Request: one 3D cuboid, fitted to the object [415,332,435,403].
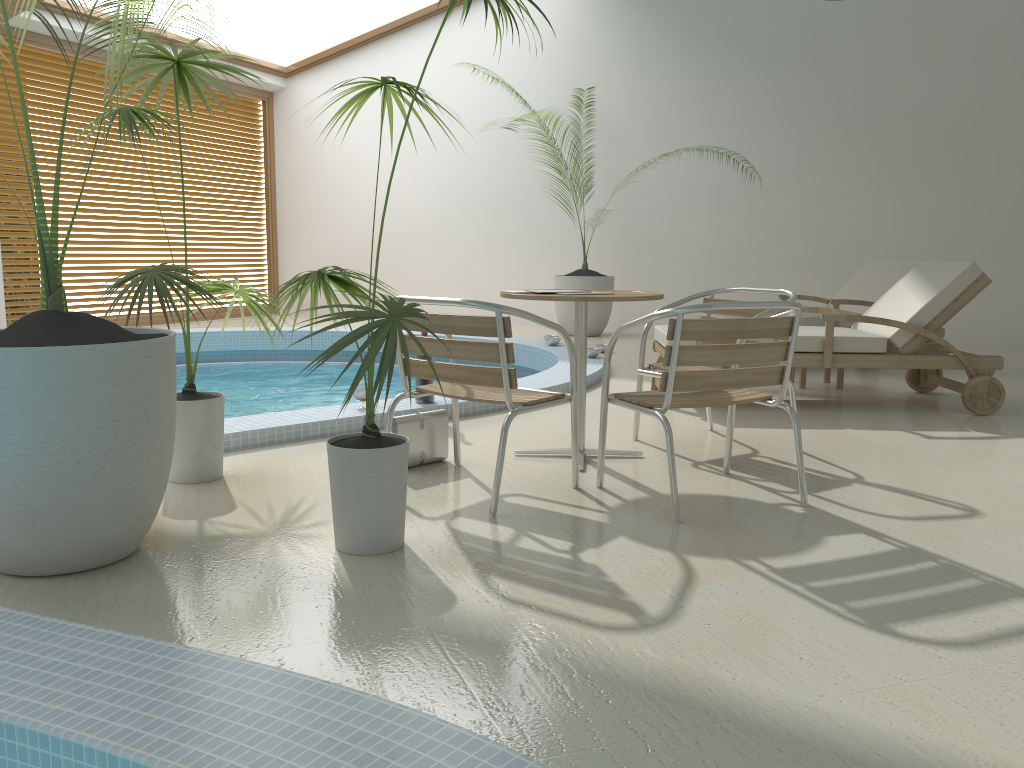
[{"bbox_3d":[-0.471,-0.118,4.782,0.109,0.435,0.109,-5,10,-31],"label":"object"}]

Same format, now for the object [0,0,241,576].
[{"bbox_3d":[-1.247,-0.994,2.574,2.979,2.960,2.729,8,11,41],"label":"object"}]

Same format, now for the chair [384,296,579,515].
[{"bbox_3d":[-0.122,0.028,3.341,0.618,0.727,0.563,7,10,36],"label":"chair"}]

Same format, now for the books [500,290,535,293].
[{"bbox_3d":[0.085,-0.397,3.817,0.241,0.004,0.166,-3,9,-24],"label":"books"}]

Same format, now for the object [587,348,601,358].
[{"bbox_3d":[0.627,-0.241,6.928,0.140,0.069,0.140,-1,9,-7],"label":"object"}]

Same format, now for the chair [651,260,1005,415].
[{"bbox_3d":[1.855,-0.326,5.400,1.903,0.866,0.861,1,8,3],"label":"chair"}]

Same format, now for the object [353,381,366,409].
[{"bbox_3d":[-0.775,0.056,4.624,0.102,0.137,0.102,6,10,33],"label":"object"}]

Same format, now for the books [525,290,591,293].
[{"bbox_3d":[0.191,-0.394,3.769,0.241,0.004,0.166,-3,9,-24],"label":"books"}]

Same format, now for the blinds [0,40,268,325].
[{"bbox_3d":[-4.384,-2.183,10.427,0.095,2.921,4.414,4,9,24],"label":"blinds"}]

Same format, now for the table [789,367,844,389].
[{"bbox_3d":[2.085,-0.117,6.085,0.283,0.255,0.320,1,8,3],"label":"table"}]

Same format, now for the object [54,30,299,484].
[{"bbox_3d":[-1.305,-0.480,3.442,0.791,1.695,1.059,2,9,11],"label":"object"}]

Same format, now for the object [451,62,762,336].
[{"bbox_3d":[0.902,-1.980,9.326,2.979,2.960,2.729,-1,9,-11],"label":"object"}]

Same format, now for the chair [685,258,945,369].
[{"bbox_3d":[2.401,-0.571,7.084,1.903,0.866,0.861,-2,9,-13],"label":"chair"}]

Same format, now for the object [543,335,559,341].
[{"bbox_3d":[0.350,-0.399,7.977,0.140,0.069,0.140,-1,9,-7],"label":"object"}]

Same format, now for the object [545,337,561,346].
[{"bbox_3d":[0.360,-0.372,7.796,0.140,0.069,0.140,-1,9,-7],"label":"object"}]

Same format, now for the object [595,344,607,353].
[{"bbox_3d":[0.818,-0.317,7.995,0.140,0.069,0.140,-1,9,-7],"label":"object"}]

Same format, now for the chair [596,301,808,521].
[{"bbox_3d":[0.699,0.046,3.266,0.618,0.727,0.563,-3,9,-23],"label":"chair"}]

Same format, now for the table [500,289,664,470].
[{"bbox_3d":[0.296,-0.037,3.870,0.700,0.720,0.700,8,12,43],"label":"table"}]

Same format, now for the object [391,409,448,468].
[{"bbox_3d":[-0.396,0.229,3.726,0.081,0.223,0.272,9,12,44],"label":"object"}]

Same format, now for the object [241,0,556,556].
[{"bbox_3d":[-0.341,-0.344,2.587,0.791,1.695,1.059,-4,10,-30],"label":"object"}]

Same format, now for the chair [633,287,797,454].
[{"bbox_3d":[0.945,-0.076,4.097,0.563,0.727,0.618,-5,10,-33],"label":"chair"}]

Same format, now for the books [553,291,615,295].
[{"bbox_3d":[0.288,-0.382,3.726,0.241,0.004,0.166,-3,9,-24],"label":"books"}]
